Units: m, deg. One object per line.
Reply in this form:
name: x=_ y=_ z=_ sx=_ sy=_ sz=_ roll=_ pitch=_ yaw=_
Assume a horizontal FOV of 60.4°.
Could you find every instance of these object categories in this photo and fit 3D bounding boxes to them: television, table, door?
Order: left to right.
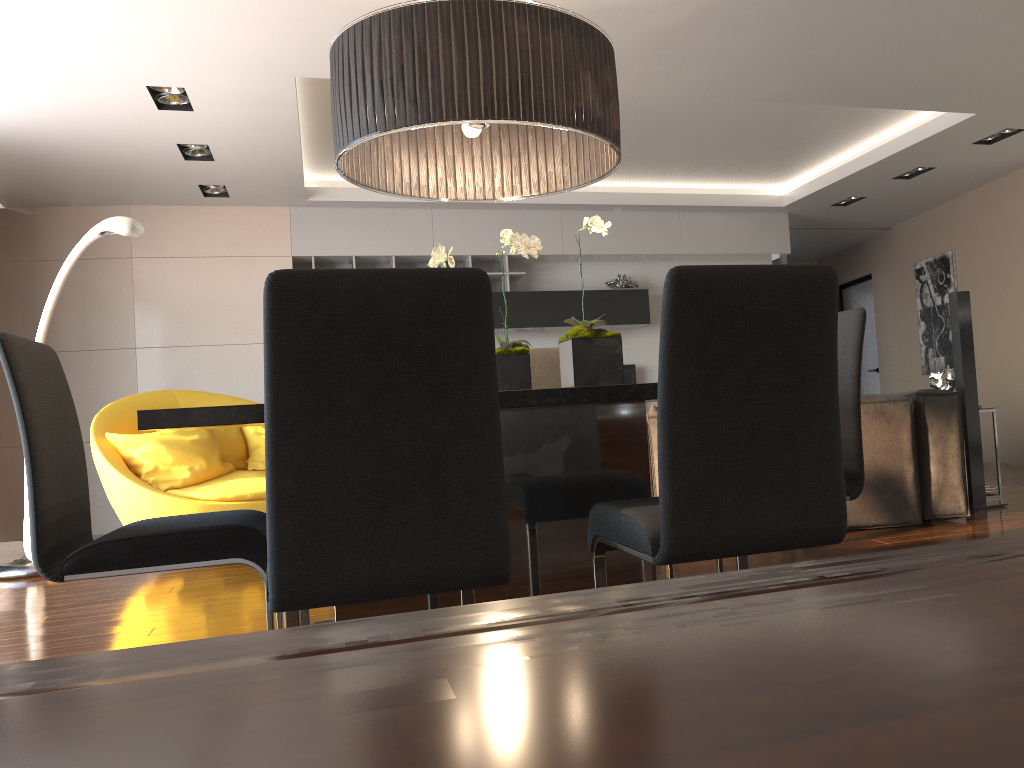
table: x=-0.041 y=0.415 z=2.473 sx=1.651 sy=0.760 sz=1.009 roll=-3 pitch=-2 yaw=-16
television: x=0.618 y=0.202 z=8.094 sx=1.136 sy=0.714 sz=0.140 roll=-3 pitch=-2 yaw=-17
door: x=4.279 y=-0.231 z=10.657 sx=0.155 sy=2.093 sz=0.990 roll=-3 pitch=-2 yaw=-2
table: x=2.777 y=0.455 z=5.741 sx=0.464 sy=0.563 sz=0.583 roll=-3 pitch=-2 yaw=-14

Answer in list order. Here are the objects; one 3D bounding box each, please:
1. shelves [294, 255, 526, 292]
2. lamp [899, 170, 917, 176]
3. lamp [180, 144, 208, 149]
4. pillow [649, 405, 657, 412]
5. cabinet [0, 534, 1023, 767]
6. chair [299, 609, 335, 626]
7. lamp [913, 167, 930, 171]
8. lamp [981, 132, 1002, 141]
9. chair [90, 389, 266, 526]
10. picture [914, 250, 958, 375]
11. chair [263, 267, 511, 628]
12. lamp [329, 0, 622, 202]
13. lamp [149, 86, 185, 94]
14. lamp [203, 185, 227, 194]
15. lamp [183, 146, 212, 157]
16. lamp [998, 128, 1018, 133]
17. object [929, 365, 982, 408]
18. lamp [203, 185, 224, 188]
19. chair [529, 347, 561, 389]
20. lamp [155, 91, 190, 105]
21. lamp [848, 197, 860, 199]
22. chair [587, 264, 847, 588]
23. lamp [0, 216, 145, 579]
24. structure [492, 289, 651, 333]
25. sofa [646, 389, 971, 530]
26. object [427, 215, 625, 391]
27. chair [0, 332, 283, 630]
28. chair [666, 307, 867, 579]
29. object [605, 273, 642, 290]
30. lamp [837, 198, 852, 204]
shelves: x=-0.821 y=-0.274 z=7.549 sx=1.982 sy=1.601 sz=0.367 roll=-3 pitch=-2 yaw=-17
lamp: x=3.314 y=-1.790 z=7.396 sx=0.180 sy=0.077 sz=0.173 roll=-3 pitch=-2 yaw=-9
lamp: x=-2.001 y=-1.525 z=5.529 sx=0.176 sy=0.077 sz=0.178 roll=-4 pitch=-2 yaw=4
pillow: x=1.643 y=0.185 z=5.348 sx=1.001 sy=0.431 sz=2.213 roll=-5 pitch=-3 yaw=38
cabinet: x=2.774 y=-0.631 z=2.526 sx=7.133 sy=2.501 sz=4.313 roll=-3 pitch=-2 yaw=-16
chair: x=-0.521 y=0.362 z=3.012 sx=0.440 sy=0.965 sz=0.555 roll=-3 pitch=-2 yaw=-14
lamp: x=3.351 y=-1.798 z=7.224 sx=0.183 sy=0.077 sz=0.170 roll=-3 pitch=-2 yaw=-20
lamp: x=3.510 y=-1.835 z=6.472 sx=0.180 sy=0.077 sz=0.173 roll=-3 pitch=-2 yaw=-9
chair: x=-1.704 y=0.498 z=5.324 sx=1.074 sy=1.005 sz=1.601 roll=-5 pitch=-3 yaw=42
picture: x=4.245 y=-0.689 z=8.772 sx=0.029 sy=1.165 sz=0.744 roll=-3 pitch=-2 yaw=-2
chair: x=-0.247 y=0.299 z=1.719 sx=0.440 sy=0.965 sz=0.555 roll=-3 pitch=-2 yaw=-14
lamp: x=-0.119 y=-1.163 z=2.525 sx=0.791 sy=1.103 sz=0.817 roll=-4 pitch=-2 yaw=9
lamp: x=-1.806 y=-1.570 z=4.612 sx=0.183 sy=0.077 sz=0.170 roll=-3 pitch=-2 yaw=-20
lamp: x=-2.232 y=-1.471 z=6.619 sx=0.178 sy=0.077 sz=0.175 roll=-3 pitch=-2 yaw=-3
lamp: x=-2.037 y=-1.516 z=5.701 sx=0.178 sy=0.077 sz=0.175 roll=-3 pitch=-2 yaw=-3
lamp: x=3.547 y=-1.843 z=6.300 sx=0.167 sy=0.077 sz=0.186 roll=-5 pitch=-3 yaw=40
object: x=2.806 y=0.023 z=5.643 sx=0.300 sy=0.288 sz=0.269 roll=-1 pitch=-3 yaw=-45
lamp: x=-2.195 y=-1.480 z=6.448 sx=0.176 sy=0.077 sz=0.178 roll=-4 pitch=-2 yaw=4
chair: x=0.168 y=0.327 z=3.228 sx=0.440 sy=0.965 sz=0.555 roll=-3 pitch=-2 yaw=-14
lamp: x=-1.843 y=-1.561 z=4.783 sx=0.178 sy=0.077 sz=0.175 roll=-3 pitch=-2 yaw=-3
lamp: x=3.157 y=-1.753 z=8.138 sx=0.183 sy=0.077 sz=0.170 roll=-3 pitch=-2 yaw=-20
chair: x=0.443 y=0.263 z=1.936 sx=0.440 sy=0.965 sz=0.555 roll=-3 pitch=-2 yaw=-14
lamp: x=-3.058 y=0.204 z=5.594 sx=0.613 sy=1.779 sz=4.016 roll=-2 pitch=-3 yaw=-35
structure: x=0.315 y=0.069 z=7.832 sx=2.975 sy=1.766 sz=0.465 roll=-3 pitch=-2 yaw=-17
sofa: x=1.168 y=0.481 z=5.721 sx=2.517 sy=0.704 sz=2.702 roll=-3 pitch=-2 yaw=-5
object: x=0.029 y=-0.223 z=2.463 sx=0.595 sy=0.501 sz=0.299 roll=-3 pitch=-2 yaw=-20
chair: x=-0.892 y=0.356 z=2.208 sx=0.589 sy=0.965 sz=0.415 roll=-3 pitch=-2 yaw=-16
chair: x=0.785 y=0.270 z=2.712 sx=0.589 sy=0.965 sz=0.415 roll=-3 pitch=-2 yaw=-16
object: x=1.022 y=-0.937 z=8.170 sx=0.332 sy=0.177 sz=0.314 roll=-3 pitch=-2 yaw=-15
lamp: x=3.121 y=-1.745 z=8.309 sx=0.180 sy=0.077 sz=0.173 roll=-3 pitch=-2 yaw=-9
